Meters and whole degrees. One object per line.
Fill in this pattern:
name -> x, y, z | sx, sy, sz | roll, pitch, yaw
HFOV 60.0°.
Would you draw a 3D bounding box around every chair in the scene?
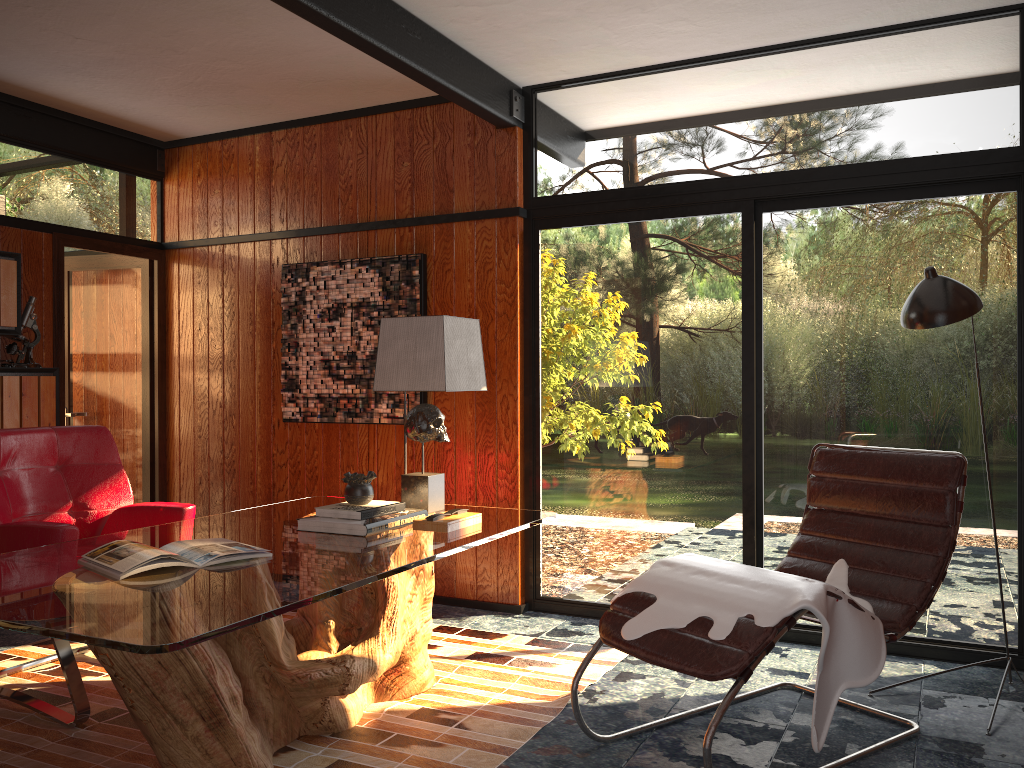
chair -> -1.633, 0.646, 3.309 | 0.839, 0.956, 0.621 | 0, 0, 26
chair -> 0.857, 0.672, 2.836 | 1.298, 0.886, 0.593 | 0, 0, -36

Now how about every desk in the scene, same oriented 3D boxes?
desk -> -0.746, 0.802, 2.745 | 1.150, 0.632, 1.900 | 0, 0, 26

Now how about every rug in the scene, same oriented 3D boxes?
rug -> -1.107, 1.111, 3.137 | 2.410, 0.042, 2.439 | 0, 0, 26

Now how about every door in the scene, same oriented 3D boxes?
door -> -2.581, 0.175, 5.184 | 0.734, 1.955, 0.751 | 0, 0, 26

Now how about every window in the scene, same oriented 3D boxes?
window -> 1.082, -0.176, 3.907 | 2.260, 2.580, 0.085 | 0, 0, 26

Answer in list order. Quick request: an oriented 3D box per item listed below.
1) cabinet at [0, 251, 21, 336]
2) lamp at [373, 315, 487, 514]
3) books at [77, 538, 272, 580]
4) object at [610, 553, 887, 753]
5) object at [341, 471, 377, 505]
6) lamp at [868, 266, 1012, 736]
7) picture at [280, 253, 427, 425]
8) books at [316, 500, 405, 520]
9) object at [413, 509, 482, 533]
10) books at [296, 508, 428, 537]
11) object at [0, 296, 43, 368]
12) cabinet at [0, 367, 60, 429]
cabinet -> -2.822, -0.421, 3.532 | 0.321, 0.390, 1.653 | 0, 0, 26
lamp -> -0.307, 0.118, 3.373 | 0.316, 0.732, 0.316 | 0, 0, 26
books -> -0.933, 0.464, 2.464 | 0.422, 0.049, 0.300 | 0, 0, -45
object -> 0.765, 0.808, 2.738 | 0.897, 0.489, 0.713 | 0, 0, -6
object -> -0.528, 0.360, 3.064 | 0.118, 0.114, 0.121 | 0, 0, 20
lamp -> 1.515, 0.356, 3.162 | 0.410, 1.514, 0.595 | 0, 0, 35
picture -> -0.857, -0.226, 4.699 | 0.916, 0.873, 0.061 | 0, 0, 26
books -> -0.520, 0.431, 3.048 | 0.198, 0.029, 0.249 | 0, 0, 28
object -> -0.218, 0.460, 3.018 | 0.135, 0.049, 0.238 | 0, 0, 26
books -> -0.506, 0.466, 3.038 | 0.286, 0.040, 0.366 | 0, 0, 26
object -> -2.388, -0.256, 4.318 | 0.181, 0.354, 0.142 | 0, 0, -27
cabinet -> -2.732, 0.119, 3.711 | 0.321, 0.390, 1.653 | 0, 0, 26
